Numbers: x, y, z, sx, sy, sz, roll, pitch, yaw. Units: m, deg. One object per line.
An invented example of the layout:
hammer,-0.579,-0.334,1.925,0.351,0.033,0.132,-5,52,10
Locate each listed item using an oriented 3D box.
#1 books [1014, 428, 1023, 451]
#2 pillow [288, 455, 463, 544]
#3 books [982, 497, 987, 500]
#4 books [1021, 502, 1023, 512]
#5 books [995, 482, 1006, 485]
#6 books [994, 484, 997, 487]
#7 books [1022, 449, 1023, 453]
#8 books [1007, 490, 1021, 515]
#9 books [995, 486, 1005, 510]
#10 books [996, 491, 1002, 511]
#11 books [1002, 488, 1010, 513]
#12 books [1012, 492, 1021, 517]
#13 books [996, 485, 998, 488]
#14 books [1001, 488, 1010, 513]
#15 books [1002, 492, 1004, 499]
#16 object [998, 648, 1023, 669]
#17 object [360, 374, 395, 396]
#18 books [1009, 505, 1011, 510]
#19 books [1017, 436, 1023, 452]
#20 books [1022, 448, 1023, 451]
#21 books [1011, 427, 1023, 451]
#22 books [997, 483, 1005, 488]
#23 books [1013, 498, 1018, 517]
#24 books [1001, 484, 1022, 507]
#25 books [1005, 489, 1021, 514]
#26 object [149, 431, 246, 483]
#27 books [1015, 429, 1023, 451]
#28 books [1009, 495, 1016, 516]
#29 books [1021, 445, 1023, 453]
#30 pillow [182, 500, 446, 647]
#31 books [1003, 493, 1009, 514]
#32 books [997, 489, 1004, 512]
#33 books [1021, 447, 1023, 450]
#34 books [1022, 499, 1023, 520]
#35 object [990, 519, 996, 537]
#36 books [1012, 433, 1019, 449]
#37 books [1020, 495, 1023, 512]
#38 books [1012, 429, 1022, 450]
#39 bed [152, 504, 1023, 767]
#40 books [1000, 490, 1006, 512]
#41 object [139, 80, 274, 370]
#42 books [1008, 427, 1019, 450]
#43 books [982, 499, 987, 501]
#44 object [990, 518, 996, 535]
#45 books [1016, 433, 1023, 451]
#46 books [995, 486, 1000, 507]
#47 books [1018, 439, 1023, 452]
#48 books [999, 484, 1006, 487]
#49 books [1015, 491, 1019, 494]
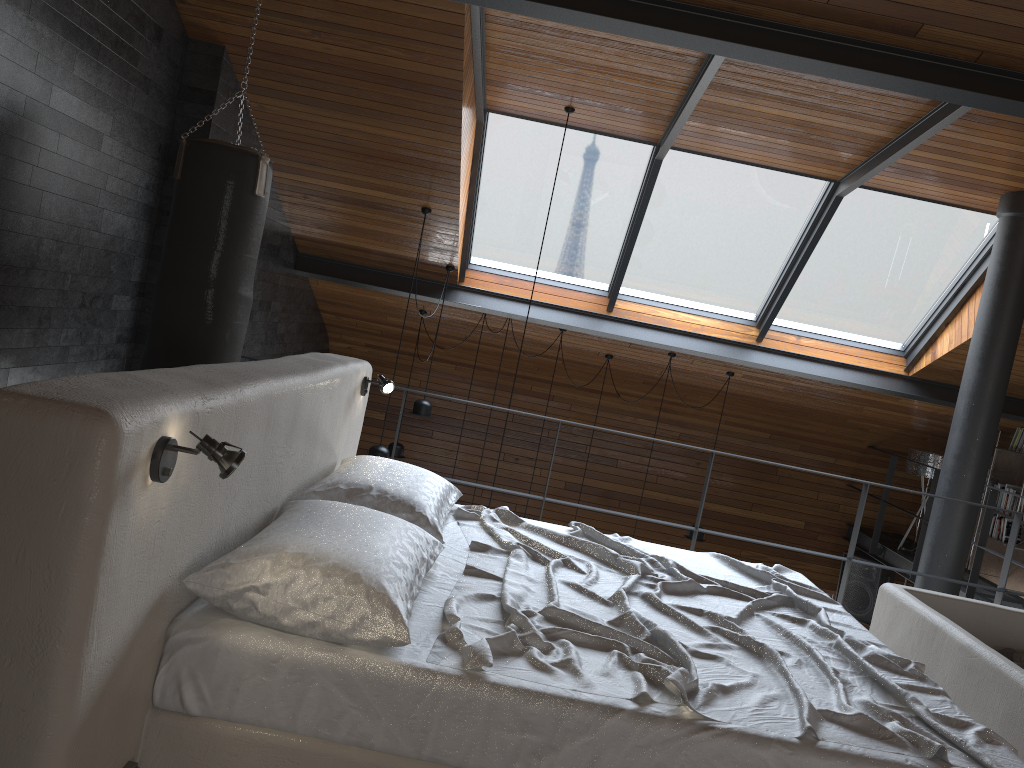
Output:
books,4.755,0.528,8.199,0.148,0.229,0.073,11,3,0
pillow,-0.443,0.390,3.170,0.509,0.173,0.842,11,3,0
books,4.640,1.118,8.555,0.252,0.016,0.182,12,3,4
books,4.618,1.120,7.911,0.136,0.212,0.051,11,3,0
books,4.669,1.076,8.430,0.207,0.255,0.010,11,3,0
books,4.630,1.079,8.419,0.148,0.234,0.013,11,3,0
books,4.718,0.546,8.031,0.127,0.197,0.063,11,3,0
books,4.635,1.098,8.135,0.148,0.234,0.013,11,3,0
books,4.640,1.089,8.325,0.160,0.231,0.021,11,3,0
books,4.620,1.099,8.301,0.130,0.208,0.010,11,3,0
books,4.630,1.092,8.201,0.148,0.234,0.013,11,3,0
books,4.616,1.101,8.031,0.129,0.231,0.010,11,3,0
books,4.646,1.085,8.391,0.169,0.232,0.018,11,3,0
books,4.625,1.091,8.214,0.148,0.234,0.013,11,3,0
books,4.637,1.098,8.273,0.148,0.216,0.010,11,3,0
object,2.551,1.314,3.344,1.842,0.246,1.436,11,3,-1
object,-0.587,0.011,3.786,0.165,0.106,0.085,13,4,27
books,4.623,1.126,8.112,0.128,0.176,0.009,11,3,0
books,4.746,0.541,8.137,0.146,0.208,0.071,11,3,0
books,4.736,0.548,8.054,0.139,0.199,0.074,11,3,-1
books,4.760,0.527,8.239,0.169,0.229,0.077,11,3,0
books,4.661,1.077,8.377,0.191,0.255,0.012,11,3,0
books,4.619,1.128,8.021,0.131,0.181,0.014,11,3,0
books,4.642,1.074,8.257,0.143,0.268,0.020,11,3,0
books,4.640,1.093,8.166,0.146,0.240,0.023,11,3,0
object,-0.577,0.142,1.641,0.156,0.106,0.087,11,3,-4
books,4.754,0.531,8.172,0.160,0.228,0.080,11,3,0
books,4.623,1.113,8.077,0.148,0.206,0.018,11,3,0
books,4.729,0.546,8.072,0.127,0.197,0.063,11,3,0
pillow,-0.447,0.441,2.276,0.502,0.176,0.837,11,3,0
books,4.624,1.110,8.187,0.143,0.199,0.019,11,3,0
books,4.632,1.100,8.287,0.146,0.210,0.018,11,3,0
books,4.745,0.534,8.089,0.129,0.226,0.069,11,3,0
books,4.617,1.109,7.898,0.143,0.235,0.055,11,3,-1
object,4.545,1.354,8.288,0.111,0.174,0.011,11,3,0
books,4.737,0.541,8.232,0.131,0.178,0.057,11,3,-1
books,4.617,1.116,7.929,0.133,0.219,0.058,11,3,0
books,4.746,0.532,8.216,0.149,0.202,0.067,11,3,-1
bed,0.219,0.816,2.769,2.011,0.484,1.826,11,3,0
books,4.631,1.092,8.242,0.129,0.231,0.010,11,3,0
object,-1.420,-0.647,4.229,0.445,1.603,0.442,13,4,27
books,4.743,0.521,8.266,0.148,0.229,0.073,11,3,0
books,4.643,1.132,8.554,0.217,0.013,0.161,11,3,0
object,4.548,1.353,8.298,0.112,0.178,0.009,11,3,0
books,4.734,0.541,8.150,0.130,0.202,0.063,11,3,0
books,4.641,1.086,8.354,0.148,0.234,0.013,11,3,0
books,4.742,0.527,8.104,0.143,0.233,0.081,11,3,-1
books,4.665,1.081,8.366,0.192,0.251,0.012,11,3,0
books,4.634,1.101,8.099,0.129,0.231,0.010,11,3,0
